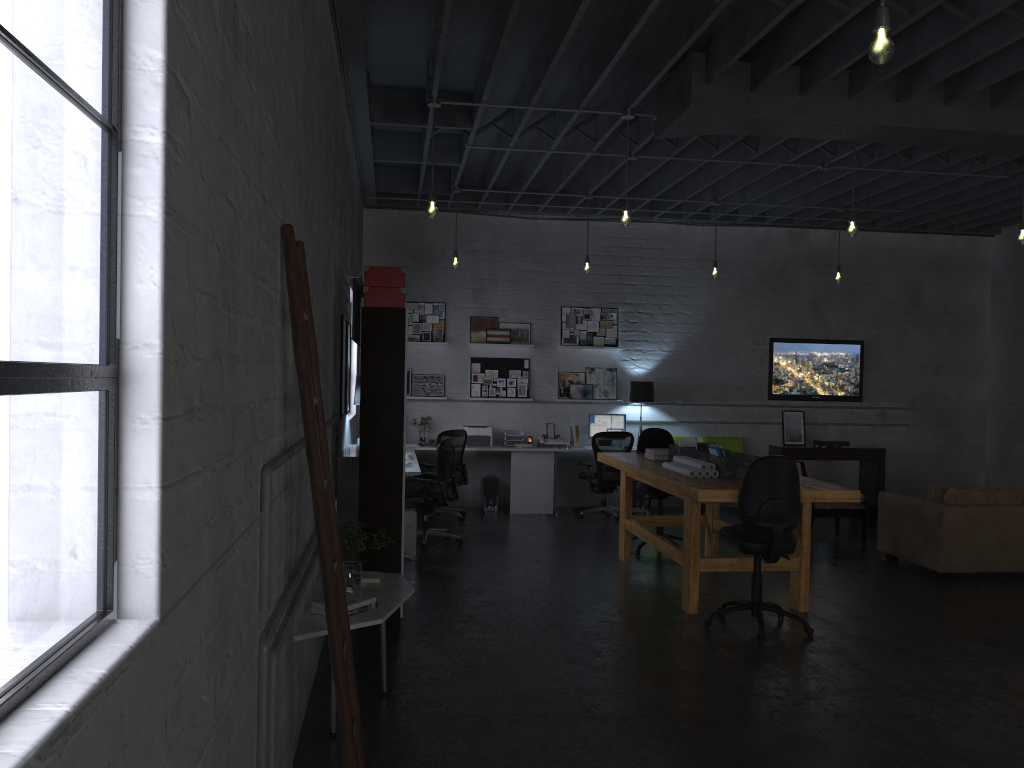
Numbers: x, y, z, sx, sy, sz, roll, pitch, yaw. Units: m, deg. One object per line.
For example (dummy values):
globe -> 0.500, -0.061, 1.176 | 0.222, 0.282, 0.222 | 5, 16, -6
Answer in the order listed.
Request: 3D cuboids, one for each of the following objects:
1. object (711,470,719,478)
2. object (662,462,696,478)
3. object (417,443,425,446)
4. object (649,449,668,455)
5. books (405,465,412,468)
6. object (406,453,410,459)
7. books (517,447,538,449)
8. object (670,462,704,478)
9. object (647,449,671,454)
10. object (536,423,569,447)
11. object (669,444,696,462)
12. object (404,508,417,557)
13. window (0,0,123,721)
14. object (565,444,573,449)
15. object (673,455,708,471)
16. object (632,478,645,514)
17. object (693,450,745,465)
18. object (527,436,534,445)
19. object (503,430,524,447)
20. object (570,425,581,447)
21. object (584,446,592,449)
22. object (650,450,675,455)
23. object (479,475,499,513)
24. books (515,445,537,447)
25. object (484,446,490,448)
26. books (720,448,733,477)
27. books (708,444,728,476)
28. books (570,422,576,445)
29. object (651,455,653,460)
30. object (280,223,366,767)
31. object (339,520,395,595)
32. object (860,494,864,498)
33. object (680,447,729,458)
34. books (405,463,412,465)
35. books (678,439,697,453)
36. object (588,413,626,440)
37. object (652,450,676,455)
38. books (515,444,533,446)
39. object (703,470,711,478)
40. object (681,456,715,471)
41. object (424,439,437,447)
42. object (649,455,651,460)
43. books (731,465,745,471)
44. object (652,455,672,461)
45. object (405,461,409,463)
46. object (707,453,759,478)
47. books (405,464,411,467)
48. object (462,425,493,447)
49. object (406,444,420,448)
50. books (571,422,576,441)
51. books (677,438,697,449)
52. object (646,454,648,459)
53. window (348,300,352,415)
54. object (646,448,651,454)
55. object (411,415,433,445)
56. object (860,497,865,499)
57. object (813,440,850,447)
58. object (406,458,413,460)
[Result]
object -> 1.431, 0.650, 6.742 | 0.058, 0.057, 0.635 | 1, 0, -8
object -> 1.261, 0.646, 6.719 | 0.057, 0.058, 0.635 | 1, 0, -8
object -> -1.094, 0.726, 10.616 | 0.114, 0.036, 0.058 | 1, 1, 32
object -> 1.459, 0.600, 7.794 | 0.519, 0.047, 0.046 | 1, 1, -8
books -> -1.048, 0.754, 8.126 | 0.213, 0.012, 0.158 | 1, 0, 17
object -> -1.047, 0.723, 8.889 | 0.078, 0.049, 0.062 | 1, 1, -37
books -> 0.185, 0.764, 10.698 | 0.211, 0.014, 0.148 | 1, 0, -43
object -> 1.318, 0.648, 6.727 | 0.058, 0.057, 0.635 | 1, 0, -8
object -> 1.453, 0.600, 7.839 | 0.519, 0.047, 0.046 | 1, 1, -8
object -> 0.490, 0.635, 11.033 | 0.405, 0.280, 0.399 | 1, 1, -8
object -> 1.520, 0.598, 7.498 | 0.316, 0.156, 0.306 | 1, 1, -8
object -> -1.103, 1.340, 7.992 | 0.478, 0.411, 0.200 | 1, 1, -8
window -> -0.545, -0.206, 0.574 | 0.030, 1.220, 1.821 | 1, 1, -8
object -> 0.695, 0.756, 10.785 | 0.095, 0.050, 0.095 | 1, 1, -39
object -> 1.348, 0.599, 6.729 | 0.057, 0.057, 0.635 | 1, 0, -8
object -> 1.499, 1.377, 11.003 | 0.180, 0.411, 0.476 | 1, 1, -8
object -> 1.603, 0.604, 6.888 | 0.316, 0.156, 0.306 | 1, 1, -8
object -> 0.227, 0.707, 11.047 | 0.093, 0.116, 0.067 | 1, 1, -8
object -> 0.017, 0.675, 10.975 | 0.229, 0.181, 0.316 | 1, 1, -8
object -> 0.791, 0.652, 11.068 | 0.087, 0.259, 0.236 | 1, 1, -8
object -> 1.107, 0.775, 10.824 | 0.422, 0.028, 0.181 | 1, 0, -13
object -> 1.465, 0.601, 7.748 | 0.519, 0.047, 0.046 | 1, 1, -8
object -> -0.281, 1.340, 10.840 | 0.180, 0.411, 0.476 | 1, 1, -8
books -> 0.170, 0.749, 10.684 | 0.211, 0.014, 0.148 | 1, 0, -33
object -> -0.295, 0.753, 10.630 | 0.075, 0.016, 0.017 | 1, 1, 17
books -> 1.556, 0.576, 6.548 | 0.097, 0.209, 0.157 | 1, 1, -8
books -> 1.522, 0.563, 6.557 | 0.108, 0.234, 0.166 | 1, 1, -8
books -> 0.763, 0.631, 11.059 | 0.036, 0.296, 0.210 | 1, 1, -8
object -> 1.468, 0.641, 7.725 | 0.519, 0.047, 0.047 | 1, 1, -8
object -> -0.669, 0.521, 3.212 | 0.320, 2.121, 0.425 | 1, 1, -8
object -> -0.753, 0.860, 4.375 | 0.297, 0.363, 0.271 | 2, 1, 27
object -> 4.060, 1.308, 10.363 | 0.077, 0.052, 0.081 | 2, 1, 41
object -> 1.562, 0.601, 7.193 | 0.316, 0.156, 0.306 | 1, 1, -8
books -> -1.047, 0.731, 8.132 | 0.212, 0.010, 0.170 | 1, 0, 19
books -> 1.512, 0.575, 7.601 | 0.158, 0.200, 0.082 | 1, 1, -8
object -> 1.184, 0.581, 11.119 | 0.465, 0.417, 0.212 | 1, 1, -3
object -> 1.473, 0.601, 7.693 | 0.519, 0.047, 0.046 | 1, 1, -10
books -> 0.145, 0.735, 10.677 | 0.211, 0.014, 0.148 | 1, 0, 7
object -> 1.374, 0.649, 6.734 | 0.057, 0.058, 0.635 | 1, 0, -8
object -> 1.404, 0.600, 6.737 | 0.057, 0.057, 0.635 | 1, 0, -8
object -> -0.860, 0.709, 10.630 | 0.279, 0.081, 0.411 | 1, 0, -38
object -> 1.462, 0.640, 7.771 | 0.519, 0.047, 0.047 | 1, 1, -8
books -> 1.695, 0.623, 6.589 | 0.127, 0.022, 0.181 | 1, 0, -13
object -> 1.474, 0.641, 7.679 | 0.519, 0.047, 0.047 | 1, 1, -8
object -> -1.090, 0.743, 8.494 | 0.181, 0.028, 0.422 | 1, 0, -18
object -> 1.644, 0.606, 6.583 | 0.316, 0.156, 0.306 | 1, 1, -8
books -> -1.051, 0.742, 8.127 | 0.209, 0.012, 0.158 | 1, 0, 15
object -> -0.427, 0.639, 10.919 | 0.351, 0.235, 0.350 | 1, 1, -8
object -> -1.283, 0.728, 10.399 | 0.181, 0.028, 0.422 | 2, 0, 42
books -> 0.771, 0.631, 11.065 | 0.043, 0.296, 0.210 | 1, 1, -8
books -> 1.511, 0.568, 7.632 | 0.171, 0.210, 0.046 | 1, 1, -8
object -> 1.449, 0.640, 7.863 | 0.519, 0.047, 0.047 | 1, 1, -8
window -> -1.660, -0.277, 8.813 | 0.030, 1.220, 1.821 | 1, 1, -8
object -> 1.447, 0.599, 7.886 | 0.519, 0.047, 0.046 | 1, 1, -8
object -> -1.098, 0.561, 10.860 | 0.271, 0.363, 0.297 | 2, 1, 37
object -> 4.058, 1.331, 10.362 | 0.131, 0.016, 0.131 | 1, 0, -1
object -> 4.146, 0.774, 11.515 | 0.370, 0.082, 0.266 | 1, 0, -8
object -> -1.053, 0.747, 8.885 | 0.119, 0.016, 0.119 | 1, 0, 10
